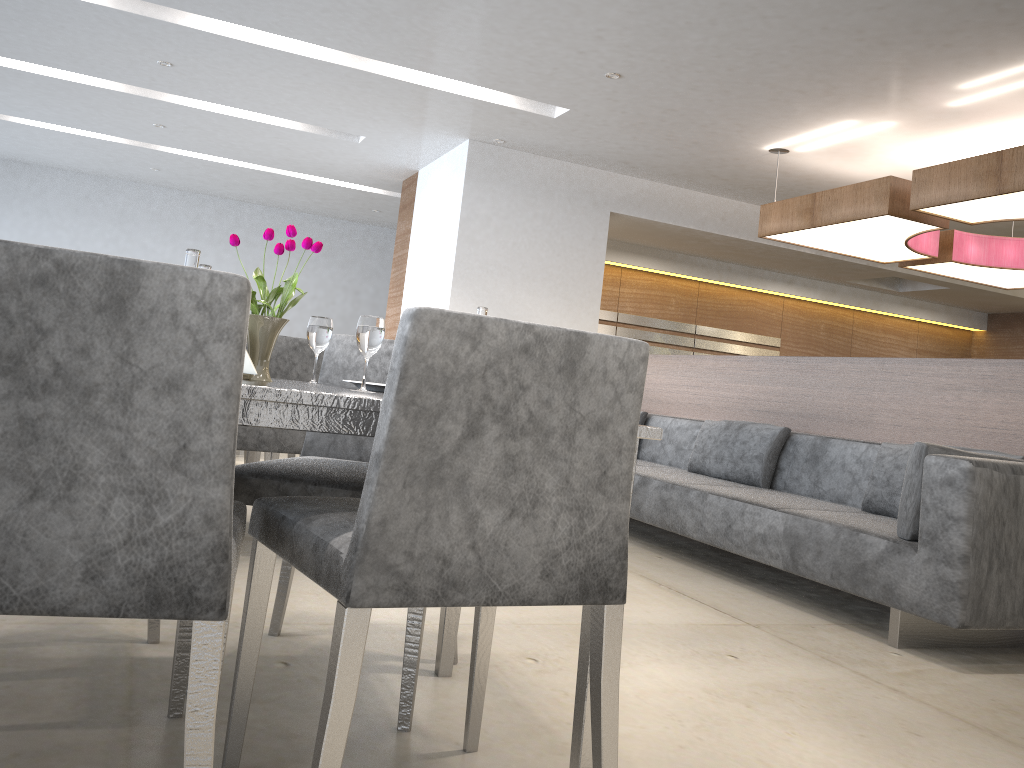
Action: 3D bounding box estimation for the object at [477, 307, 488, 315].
[{"bbox_3d":[-0.073,-0.061,1.851,0.052,0.202,0.051,5,-5,19],"label":"object"}]

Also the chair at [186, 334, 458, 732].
[{"bbox_3d":[-0.351,0.265,1.982,0.477,0.767,0.489,6,-4,7],"label":"chair"}]

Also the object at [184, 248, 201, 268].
[{"bbox_3d":[-0.525,-0.117,1.418,0.052,0.202,0.051,5,-5,19],"label":"object"}]

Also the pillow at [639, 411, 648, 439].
[{"bbox_3d":[0.633,0.294,5.675,0.180,0.322,0.638,8,-2,-23],"label":"pillow"}]

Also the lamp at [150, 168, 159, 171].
[{"bbox_3d":[-3.670,-2.200,9.067,0.089,0.007,0.088,6,-1,22],"label":"lamp"}]

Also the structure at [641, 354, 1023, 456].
[{"bbox_3d":[1.439,0.366,4.677,0.223,1.012,3.773,8,-1,-23],"label":"structure"}]

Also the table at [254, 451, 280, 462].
[{"bbox_3d":[-1.870,0.176,4.809,1.184,0.638,0.777,7,-2,-23],"label":"table"}]

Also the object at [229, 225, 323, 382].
[{"bbox_3d":[-0.429,-0.144,1.562,0.154,0.278,0.104,8,-5,-25],"label":"object"}]

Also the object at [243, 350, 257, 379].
[{"bbox_3d":[-0.496,-0.063,1.525,0.203,0.100,0.069,6,-3,37],"label":"object"}]

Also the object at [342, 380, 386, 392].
[{"bbox_3d":[-0.249,0.011,1.862,0.215,0.015,0.217,7,-1,-43],"label":"object"}]

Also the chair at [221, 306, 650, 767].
[{"bbox_3d":[-0.118,0.287,1.364,0.474,0.767,0.492,8,-4,-28],"label":"chair"}]

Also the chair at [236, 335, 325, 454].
[{"bbox_3d":[-0.843,0.217,3.072,0.474,0.767,0.492,8,-4,-28],"label":"chair"}]

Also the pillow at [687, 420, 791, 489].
[{"bbox_3d":[1.131,0.342,4.501,0.180,0.322,0.638,8,-2,-23],"label":"pillow"}]

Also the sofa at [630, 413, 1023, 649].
[{"bbox_3d":[0.943,0.501,4.456,0.832,0.631,3.797,7,-1,-23],"label":"sofa"}]

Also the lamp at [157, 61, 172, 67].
[{"bbox_3d":[-2.239,-2.062,5.693,0.089,0.007,0.088,6,-1,22],"label":"lamp"}]

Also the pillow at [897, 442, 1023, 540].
[{"bbox_3d":[1.533,0.375,2.957,0.572,0.326,0.151,7,-4,-23],"label":"pillow"}]

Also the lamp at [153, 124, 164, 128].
[{"bbox_3d":[-2.914,-2.127,7.285,0.089,0.007,0.088,6,-1,22],"label":"lamp"}]

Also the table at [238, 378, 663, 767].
[{"bbox_3d":[-0.484,0.310,1.543,1.184,0.638,0.777,7,-2,-23],"label":"table"}]

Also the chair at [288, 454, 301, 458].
[{"bbox_3d":[-1.090,0.194,3.681,0.475,0.767,0.491,8,-4,-18],"label":"chair"}]

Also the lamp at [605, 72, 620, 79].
[{"bbox_3d":[0.568,-1.745,5.005,0.089,0.007,0.088,6,-1,22],"label":"lamp"}]

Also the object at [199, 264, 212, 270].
[{"bbox_3d":[-0.582,-0.121,1.638,0.052,0.202,0.051,5,-5,19],"label":"object"}]

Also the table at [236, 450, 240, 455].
[{"bbox_3d":[-2.538,0.112,6.383,1.184,0.638,0.777,7,-2,-23],"label":"table"}]

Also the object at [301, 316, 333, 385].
[{"bbox_3d":[-0.404,-0.070,1.835,0.053,0.140,0.053,4,-5,25],"label":"object"}]

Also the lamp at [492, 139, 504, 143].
[{"bbox_3d":[-0.103,-1.810,6.587,0.089,0.007,0.088,6,-1,22],"label":"lamp"}]

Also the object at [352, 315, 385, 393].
[{"bbox_3d":[-0.267,-0.055,1.633,0.053,0.140,0.053,4,-5,25],"label":"object"}]

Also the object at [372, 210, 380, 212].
[{"bbox_3d":[-1.535,-1.948,9.961,0.089,0.007,0.088,6,-1,22],"label":"object"}]

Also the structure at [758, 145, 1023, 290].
[{"bbox_3d":[3.299,-1.132,5.409,2.437,0.622,2.441,7,-1,-23],"label":"structure"}]

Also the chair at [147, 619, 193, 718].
[{"bbox_3d":[-0.878,0.203,1.770,0.474,0.767,0.492,8,-4,-28],"label":"chair"}]

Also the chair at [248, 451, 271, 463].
[{"bbox_3d":[-1.504,0.154,4.630,0.474,0.767,0.492,8,-4,-28],"label":"chair"}]

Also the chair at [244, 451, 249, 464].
[{"bbox_3d":[-1.751,0.130,5.239,0.475,0.767,0.491,8,-4,-18],"label":"chair"}]

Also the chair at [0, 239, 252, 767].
[{"bbox_3d":[-0.577,0.232,1.109,0.475,0.767,0.491,8,-4,-18],"label":"chair"}]

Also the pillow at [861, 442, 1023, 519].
[{"bbox_3d":[1.615,0.388,3.360,0.180,0.322,0.638,8,-2,-23],"label":"pillow"}]
